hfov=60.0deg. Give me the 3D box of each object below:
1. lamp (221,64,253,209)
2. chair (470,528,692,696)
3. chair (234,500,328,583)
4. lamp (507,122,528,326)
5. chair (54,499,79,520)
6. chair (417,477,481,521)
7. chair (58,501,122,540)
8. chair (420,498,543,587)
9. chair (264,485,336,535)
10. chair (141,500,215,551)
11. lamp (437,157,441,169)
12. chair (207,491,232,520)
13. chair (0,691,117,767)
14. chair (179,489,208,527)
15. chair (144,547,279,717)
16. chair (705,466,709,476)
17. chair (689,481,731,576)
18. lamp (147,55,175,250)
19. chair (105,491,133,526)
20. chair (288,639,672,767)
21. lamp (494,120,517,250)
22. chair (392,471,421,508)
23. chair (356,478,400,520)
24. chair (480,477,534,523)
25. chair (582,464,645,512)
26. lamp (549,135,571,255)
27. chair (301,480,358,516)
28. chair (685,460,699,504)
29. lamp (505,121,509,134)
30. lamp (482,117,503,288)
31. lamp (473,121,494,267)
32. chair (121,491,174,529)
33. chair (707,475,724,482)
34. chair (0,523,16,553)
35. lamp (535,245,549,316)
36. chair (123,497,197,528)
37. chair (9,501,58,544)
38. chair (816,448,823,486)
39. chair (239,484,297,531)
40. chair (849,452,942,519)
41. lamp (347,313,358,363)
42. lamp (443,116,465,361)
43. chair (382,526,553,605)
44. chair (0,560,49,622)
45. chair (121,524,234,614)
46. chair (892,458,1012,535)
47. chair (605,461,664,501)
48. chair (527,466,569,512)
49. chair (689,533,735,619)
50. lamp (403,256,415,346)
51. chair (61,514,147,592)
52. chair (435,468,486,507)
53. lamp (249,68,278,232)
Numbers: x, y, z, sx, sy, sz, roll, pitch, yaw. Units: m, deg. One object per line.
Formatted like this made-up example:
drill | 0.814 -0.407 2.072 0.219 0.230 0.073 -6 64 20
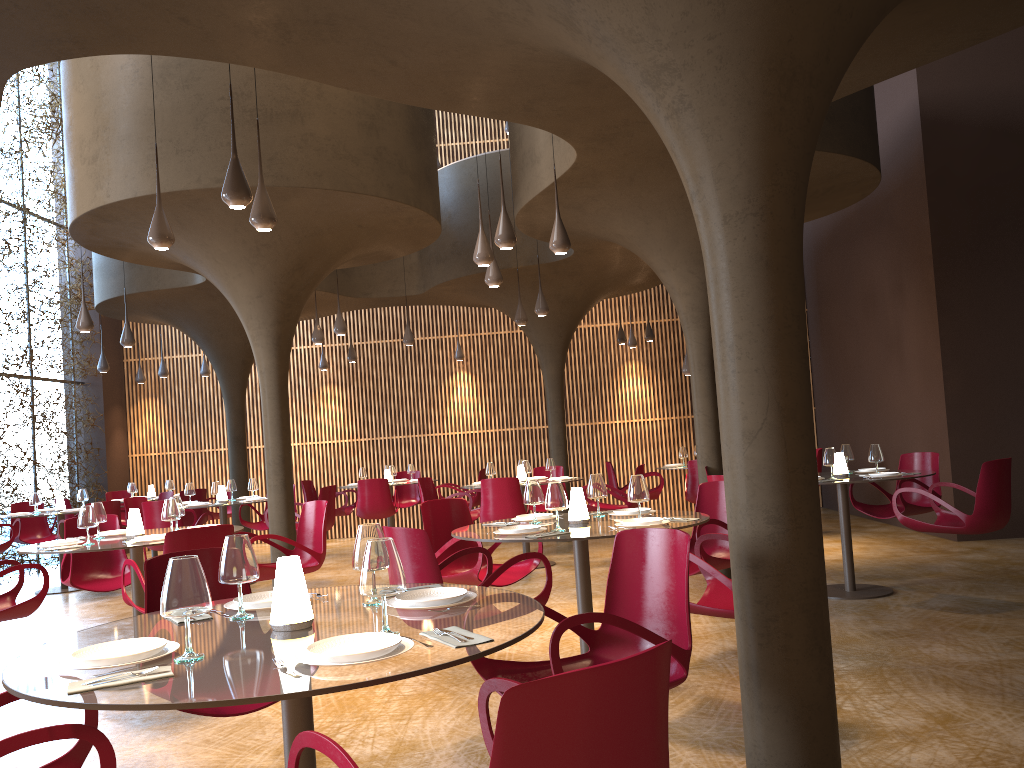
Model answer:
lamp | -1.991 -4.269 5.852 0.196 6.270 0.196 -6 -3 38
chair | 0.329 0.952 3.589 0.872 0.635 0.626 -2 -4 -34
chair | -2.043 1.387 7.828 0.872 0.635 0.626 -1 -4 -40
lamp | -0.080 -3.959 12.755 0.196 6.270 0.196 -6 -3 38
chair | -7.023 2.162 14.556 0.626 0.635 0.872 -6 -4 37
chair | -0.852 1.585 12.201 0.873 0.635 0.625 -5 -3 17
chair | -5.627 1.897 11.915 0.874 0.635 0.625 -7 -4 42
chair | -0.284 1.196 6.735 0.625 0.635 0.874 -1 -4 -42
chair | -2.761 1.693 11.828 0.873 0.635 0.625 -5 -3 13
chair | -4.178 1.738 11.004 0.625 0.635 0.873 -4 -3 7
lamp | -1.472 -5.314 16.092 0.196 2.958 0.196 -3 -2 -12
chair | -5.385 2.157 16.247 0.626 0.635 0.872 -7 -4 42
chair | -1.552 1.002 2.345 0.872 0.635 0.626 -2 -3 -29
chair | -5.387 2.049 14.560 0.874 0.635 0.625 -7 -4 42
chair | -1.312 1.089 3.967 0.624 0.635 0.874 -2 -4 -34
chair | 2.538 1.183 9.579 0.625 0.635 0.874 -2 -4 -40
chair | 1.394 1.070 6.591 0.872 0.635 0.626 -1 -4 -42
lamp | -2.862 -4.148 6.815 0.196 6.270 0.196 -4 -2 8
chair | -7.016 2.261 16.111 0.625 0.635 0.874 -1 -4 -42
chair | -0.041 0.875 1.991 0.625 0.635 0.874 -2 -4 -39
lamp | -0.263 -4.274 7.638 0.196 6.270 0.196 -3 -2 -12
chair | -1.920 1.905 16.045 0.625 0.635 0.873 -4 -3 2
chair | -2.093 1.767 13.697 0.625 0.635 0.874 -4 -3 -3
chair | -0.081 1.445 10.852 0.625 0.635 0.873 -4 -3 7
chair | 1.336 1.400 11.675 0.873 0.635 0.625 -5 -3 13
lamp | 0.216 -4.285 7.993 0.196 6.270 0.196 -3 -2 -12
chair | -3.086 1.912 14.891 0.873 0.635 0.625 -4 -3 8
chair | 2.710 1.347 12.327 0.625 0.635 0.873 -5 -3 13
lamp | -0.114 -5.752 16.469 0.196 2.222 0.196 -3 -2 -22
lamp | -0.402 -4.149 9.443 0.196 6.270 0.196 -6 -3 37
lamp | -0.474 -4.217 8.306 0.196 6.270 0.196 -5 -2 28
chair | -5.625 2.005 13.603 0.626 0.635 0.872 -7 -4 42
chair | 2.191 1.104 7.977 0.872 0.635 0.626 -2 -4 -35
chair | -7.264 2.009 11.911 0.626 0.635 0.872 -6 -4 37
lamp | 0.186 -4.033 11.894 0.196 6.270 0.196 -6 -3 38
chair | -4.948 1.878 12.353 0.873 0.635 0.625 -5 -3 17
chair | -7.257 2.109 13.467 0.625 0.635 0.874 -1 -4 -42
chair | 4.177 1.299 13.159 0.873 0.635 0.625 -5 -3 13
chair | -3.602 1.845 13.288 0.625 0.635 0.873 -5 -3 12
chair | 4.055 1.057 9.246 0.872 0.635 0.626 -2 -3 -30
lamp | -3.127 -3.523 16.284 0.196 6.270 0.196 -5 -2 17
lamp | -1.234 -3.582 17.403 0.196 6.270 0.196 -5 -2 17
chair | -0.296 1.091 5.096 0.872 0.635 0.626 -2 -4 -37
chair | -3.895 1.422 6.376 0.872 0.635 0.626 -1 -4 -45
chair | -2.274 1.296 6.157 0.625 0.635 0.874 -2 -4 -40
chair | 3.837 0.968 7.621 0.624 0.635 0.874 -2 -4 -35
chair | 1.904 1.494 13.751 0.873 0.635 0.625 -4 -3 8
chair | 0.495 1.552 13.135 0.625 0.635 0.873 -5 -3 12
chair | 1.251 0.976 4.957 0.874 0.635 0.625 -7 -4 42
lamp | -1.857 -3.741 14.251 0.196 6.270 0.196 -5 -2 17
chair | -3.677 1.506 7.917 0.624 0.635 0.874 -2 -4 -35
chair | -0.839 1.748 14.754 0.872 0.635 0.625 -4 -3 3
lamp | -1.993 -4.230 6.469 0.196 6.270 0.196 -4 -2 7
